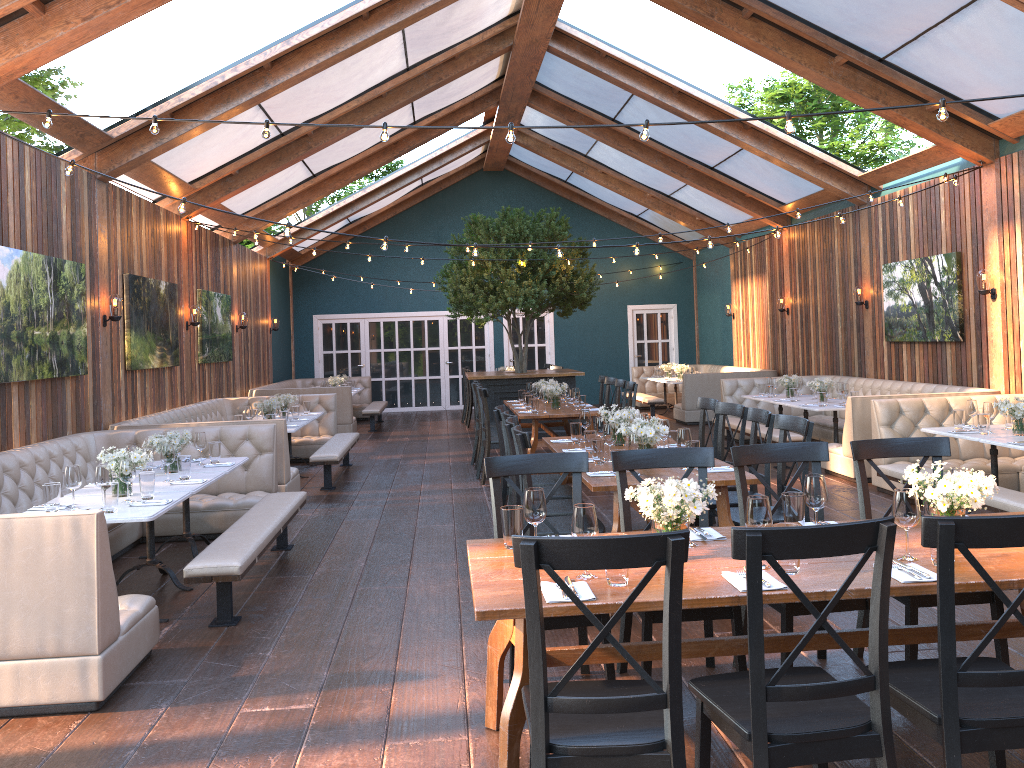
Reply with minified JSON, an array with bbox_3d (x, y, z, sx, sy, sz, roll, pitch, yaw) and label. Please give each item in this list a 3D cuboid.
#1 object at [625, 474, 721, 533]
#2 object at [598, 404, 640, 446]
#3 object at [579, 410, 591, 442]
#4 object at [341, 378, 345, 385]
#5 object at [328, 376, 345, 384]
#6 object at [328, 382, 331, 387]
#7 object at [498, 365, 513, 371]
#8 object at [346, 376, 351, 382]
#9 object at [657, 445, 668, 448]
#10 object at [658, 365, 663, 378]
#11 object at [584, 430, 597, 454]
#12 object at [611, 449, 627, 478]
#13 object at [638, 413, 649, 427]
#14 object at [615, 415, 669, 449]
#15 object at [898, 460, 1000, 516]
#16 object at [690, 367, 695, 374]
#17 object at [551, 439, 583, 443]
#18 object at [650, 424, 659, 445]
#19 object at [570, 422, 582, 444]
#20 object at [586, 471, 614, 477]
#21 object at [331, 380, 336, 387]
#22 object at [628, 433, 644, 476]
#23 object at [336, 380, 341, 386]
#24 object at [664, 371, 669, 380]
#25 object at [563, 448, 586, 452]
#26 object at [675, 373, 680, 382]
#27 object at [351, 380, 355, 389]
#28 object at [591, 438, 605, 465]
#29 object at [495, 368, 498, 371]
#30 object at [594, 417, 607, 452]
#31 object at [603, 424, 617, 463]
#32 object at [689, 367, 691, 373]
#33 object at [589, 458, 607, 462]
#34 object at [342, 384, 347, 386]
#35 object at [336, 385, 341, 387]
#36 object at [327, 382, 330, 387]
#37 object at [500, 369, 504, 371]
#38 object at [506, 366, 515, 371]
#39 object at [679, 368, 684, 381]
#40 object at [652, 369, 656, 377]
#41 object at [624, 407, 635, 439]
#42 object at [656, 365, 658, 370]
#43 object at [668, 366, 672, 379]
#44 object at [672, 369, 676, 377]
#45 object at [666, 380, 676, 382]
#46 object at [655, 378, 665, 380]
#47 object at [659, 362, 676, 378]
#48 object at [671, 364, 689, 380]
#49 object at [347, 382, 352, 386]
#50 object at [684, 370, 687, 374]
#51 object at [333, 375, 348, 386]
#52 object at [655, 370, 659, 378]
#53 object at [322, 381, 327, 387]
[{"bbox_3d":[0.576,0.478,3.208,0.336,0.310,0.329,-1,1,28],"label":"object"},{"bbox_3d":[0.801,0.299,6.553,0.328,0.310,0.336,-1,1,30],"label":"object"},{"bbox_3d":[0.568,0.325,6.831,0.092,0.245,0.092,-2,-1,43],"label":"object"},{"bbox_3d":[-3.138,0.013,16.428,0.092,0.245,0.092,-2,-1,43],"label":"object"},{"bbox_3d":[-3.203,0.002,16.054,0.336,0.310,0.329,-1,1,38],"label":"object"},{"bbox_3d":[-3.335,0.027,16.280,0.092,0.245,0.092,-2,-1,43],"label":"object"},{"bbox_3d":[-0.103,-0.218,17.207,0.329,0.310,0.336,-2,1,-6],"label":"object"},{"bbox_3d":[-3.185,-0.026,17.218,0.092,0.245,0.092,-2,-1,38],"label":"object"},{"bbox_3d":[1.113,0.445,6.328,0.255,0.019,0.157,-2,3,-4],"label":"object"},{"bbox_3d":[2.949,-0.248,17.577,0.092,0.245,0.092,-2,-1,38],"label":"object"},{"bbox_3d":[0.547,0.405,6.156,0.092,0.158,0.092,-2,0,22],"label":"object"},{"bbox_3d":[0.616,0.457,5.054,0.092,0.158,0.092,-2,0,22],"label":"object"},{"bbox_3d":[0.951,0.334,6.399,0.092,0.245,0.092,-2,-1,38],"label":"object"},{"bbox_3d":[0.834,0.351,5.501,0.329,0.310,0.336,-3,1,-38],"label":"object"},{"bbox_3d":[1.626,0.439,3.273,0.336,0.310,0.329,-3,1,-39],"label":"object"},{"bbox_3d":[3.262,-0.176,15.963,0.092,0.245,0.092,-2,-1,43],"label":"object"},{"bbox_3d":[0.429,0.438,6.905,0.255,0.019,0.157,-2,3,-4],"label":"object"},{"bbox_3d":[1.035,0.370,6.488,0.092,0.158,0.092,-2,0,22],"label":"object"},{"bbox_3d":[0.489,0.375,6.741,0.091,0.158,0.092,-2,0,42],"label":"object"},{"bbox_3d":[0.568,0.521,5.200,0.255,0.019,0.157,-2,3,-4],"label":"object"},{"bbox_3d":[-3.113,0.062,15.457,0.092,0.245,0.092,-2,-1,43],"label":"object"},{"bbox_3d":[0.719,0.407,5.125,0.092,0.245,0.092,-2,-1,38],"label":"object"},{"bbox_3d":[-3.073,0.048,15.699,0.092,0.245,0.092,-2,-1,43],"label":"object"},{"bbox_3d":[2.922,-0.161,16.733,0.092,0.158,0.092,-2,0,-18],"label":"object"},{"bbox_3d":[0.488,0.469,6.310,0.255,0.019,0.157,-2,3,-4],"label":"object"},{"bbox_3d":[2.988,-0.122,15.939,0.092,0.158,0.092,-2,0,-18],"label":"object"},{"bbox_3d":[-3.112,0.010,17.306,0.092,0.158,0.092,-2,0,-18],"label":"object"},{"bbox_3d":[0.551,0.430,5.631,0.092,0.158,0.092,-2,0,22],"label":"object"},{"bbox_3d":[-0.280,-0.189,17.403,0.092,0.245,0.092,-2,-1,38],"label":"object"},{"bbox_3d":[0.628,0.356,6.229,0.092,0.245,0.092,-2,-1,38],"label":"object"},{"bbox_3d":[0.632,0.380,5.703,0.092,0.245,0.092,-2,-1,38],"label":"object"},{"bbox_3d":[3.294,-0.189,16.196,0.092,0.245,0.092,-2,-1,43],"label":"object"},{"bbox_3d":[0.491,0.494,5.784,0.255,0.019,0.157,-2,3,-4],"label":"object"},{"bbox_3d":[-2.981,0.084,15.771,0.092,0.158,0.092,-2,0,-18],"label":"object"},{"bbox_3d":[-3.008,0.107,15.357,0.092,0.158,0.092,-2,0,-18],"label":"object"},{"bbox_3d":[-3.494,0.039,16.986,0.092,0.158,0.092,-2,0,-18],"label":"object"},{"bbox_3d":[-0.186,-0.163,16.835,0.092,0.245,0.092,-2,-1,38],"label":"object"},{"bbox_3d":[0.045,-0.170,16.184,0.329,0.310,0.336,-2,1,11],"label":"object"},{"bbox_3d":[3.069,-0.172,16.011,0.092,0.245,0.092,-2,-1,43],"label":"object"},{"bbox_3d":[2.873,-0.219,17.900,0.092,0.158,0.092,-2,0,-18],"label":"object"},{"bbox_3d":[0.926,0.305,6.988,0.092,0.245,0.092,-2,-1,43],"label":"object"},{"bbox_3d":[2.943,-0.260,17.819,0.092,0.245,0.092,-2,-1,38],"label":"object"},{"bbox_3d":[3.003,-0.210,16.805,0.092,0.245,0.092,-2,-1,43],"label":"object"},{"bbox_3d":[3.256,-0.227,17.813,0.092,0.158,0.092,-2,0,-18],"label":"object"},{"bbox_3d":[2.929,-0.058,16.092,0.255,0.019,0.157,-2,3,-4],"label":"object"},{"bbox_3d":[2.863,-0.097,16.886,0.255,0.019,0.157,-2,3,-4],"label":"object"},{"bbox_3d":[3.069,-0.275,17.389,0.336,0.310,0.329,-3,1,-39],"label":"object"},{"bbox_3d":[3.149,-0.235,16.560,0.336,0.310,0.329,-1,1,38],"label":"object"},{"bbox_3d":[-3.042,0.048,16.524,0.092,0.158,0.092,-2,0,-18],"label":"object"},{"bbox_3d":[3.319,-0.189,17.015,0.092,0.158,0.092,-2,0,-18],"label":"object"},{"bbox_3d":[-3.284,-0.038,16.882,0.336,0.310,0.329,-3,1,-39],"label":"object"},{"bbox_3d":[2.869,-0.199,17.504,0.092,0.158,0.092,-2,0,-18],"label":"object"},{"bbox_3d":[-3.283,0.065,15.515,0.092,0.245,0.092,-2,-1,43],"label":"object"}]
